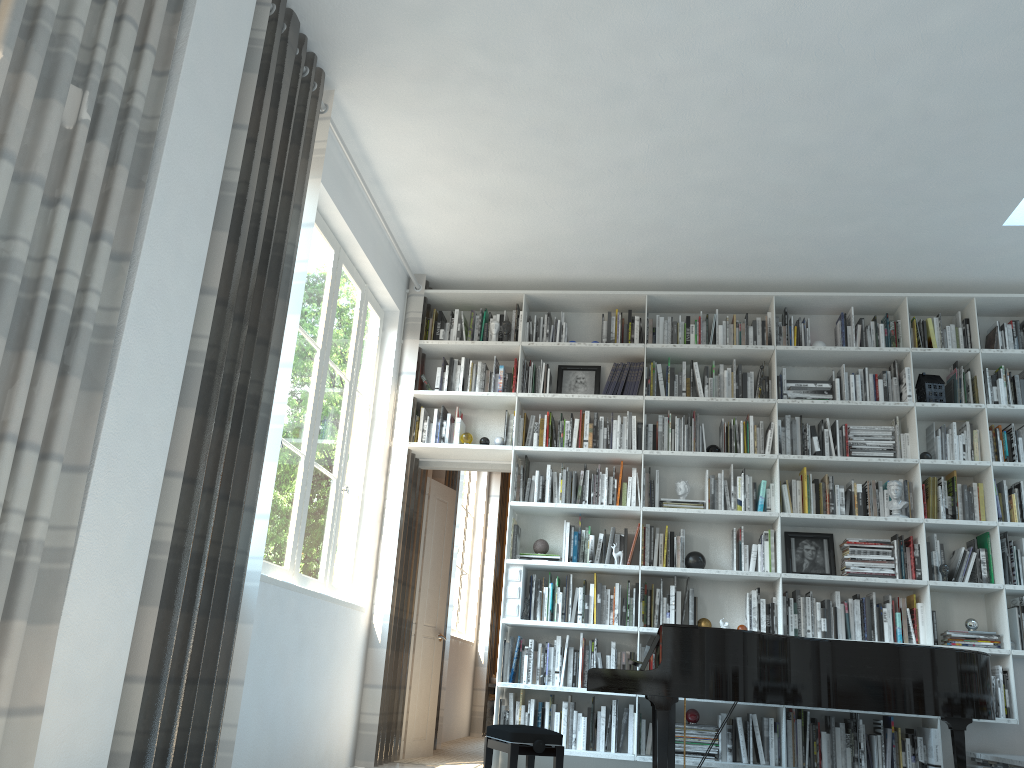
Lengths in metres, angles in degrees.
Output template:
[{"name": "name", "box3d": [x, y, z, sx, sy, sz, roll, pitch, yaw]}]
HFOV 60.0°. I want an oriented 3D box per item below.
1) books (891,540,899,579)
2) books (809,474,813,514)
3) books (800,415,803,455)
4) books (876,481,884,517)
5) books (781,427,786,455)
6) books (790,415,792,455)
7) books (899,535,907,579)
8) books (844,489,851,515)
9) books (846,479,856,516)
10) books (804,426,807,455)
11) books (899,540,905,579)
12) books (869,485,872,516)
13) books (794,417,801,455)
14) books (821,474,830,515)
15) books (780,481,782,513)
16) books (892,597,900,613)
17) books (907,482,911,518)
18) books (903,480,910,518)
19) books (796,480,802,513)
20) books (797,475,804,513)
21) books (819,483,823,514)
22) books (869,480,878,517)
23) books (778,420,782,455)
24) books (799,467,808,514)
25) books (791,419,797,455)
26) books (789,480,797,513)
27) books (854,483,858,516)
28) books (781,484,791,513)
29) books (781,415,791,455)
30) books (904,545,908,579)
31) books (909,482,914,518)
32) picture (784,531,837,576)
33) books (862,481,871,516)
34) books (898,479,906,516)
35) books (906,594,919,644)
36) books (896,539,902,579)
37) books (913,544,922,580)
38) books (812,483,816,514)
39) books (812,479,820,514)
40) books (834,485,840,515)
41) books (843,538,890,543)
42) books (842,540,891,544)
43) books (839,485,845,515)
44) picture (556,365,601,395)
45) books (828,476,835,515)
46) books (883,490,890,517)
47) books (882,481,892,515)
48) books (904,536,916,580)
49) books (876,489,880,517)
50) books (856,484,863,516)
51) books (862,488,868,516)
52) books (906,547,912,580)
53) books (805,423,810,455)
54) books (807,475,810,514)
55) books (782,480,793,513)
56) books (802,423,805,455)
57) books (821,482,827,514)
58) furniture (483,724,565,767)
[{"name": "books", "box3d": [2.353, 1.102, 5.470, 0.012, 0.253, 0.161, 1, -19, 8]}, {"name": "books", "box3d": [1.893, 0.728, 5.651, 0.010, 0.280, 0.171, 1, -19, 8]}, {"name": "books", "box3d": [1.876, 0.373, 5.783, 0.011, 0.299, 0.180, 1, -19, 8]}, {"name": "books", "box3d": [2.317, 0.754, 5.601, 0.024, 0.258, 0.127, 1, -18, 8]}, {"name": "books", "box3d": [1.763, 0.410, 5.802, 0.027, 0.227, 0.148, 1, -19, 8]}, {"name": "books", "box3d": [1.813, 0.371, 5.810, 0.014, 0.312, 0.134, 1, -18, 8]}, {"name": "books", "box3d": [2.401, 1.089, 5.476, 0.011, 0.287, 0.152, 1, -18, 8]}, {"name": "books", "box3d": [2.116, 0.779, 5.626, 0.050, 0.198, 0.146, 1, -19, 8]}, {"name": "books", "box3d": [2.148, 0.749, 5.621, 0.014, 0.257, 0.162, 1, -19, 8]}, {"name": "books", "box3d": [1.897, 0.406, 5.772, 0.014, 0.232, 0.147, 1, -19, 8]}, {"name": "books", "box3d": [2.389, 1.104, 5.474, 0.013, 0.255, 0.163, 1, -19, 8]}, {"name": "books", "box3d": [2.247, 0.769, 5.615, 0.025, 0.229, 0.143, 1, -19, 8]}, {"name": "books", "box3d": [1.857, 0.378, 5.793, 0.029, 0.294, 0.151, 1, -18, 8]}, {"name": "books", "box3d": [1.994, 0.732, 5.645, 0.013, 0.282, 0.177, 1, -19, 8]}, {"name": "books", "box3d": [1.715, 0.755, 5.695, 0.011, 0.234, 0.142, 1, -19, 8]}, {"name": "books", "box3d": [2.333, 1.440, 5.378, 0.010, 0.283, 0.132, 1, -18, 8]}, {"name": "books", "box3d": [2.479, 0.757, 5.580, 0.014, 0.260, 0.137, 1, -18, 8]}, {"name": "books", "box3d": [2.464, 0.751, 5.572, 0.014, 0.265, 0.154, 1, -19, 8]}, {"name": "books", "box3d": [1.826, 0.752, 5.670, 0.029, 0.239, 0.156, 1, -19, 8]}, {"name": "books", "box3d": [1.848, 0.735, 5.686, 0.010, 0.283, 0.137, 1, -18, 8]}, {"name": "books", "box3d": [1.955, 0.758, 5.641, 0.012, 0.227, 0.170, 1, -19, 8]}, {"name": "books", "box3d": [2.270, 0.749, 5.598, 0.025, 0.257, 0.151, 1, -19, 8]}, {"name": "books", "box3d": [1.737, 0.386, 5.798, 0.026, 0.266, 0.171, 1, -19, 8]}, {"name": "books", "box3d": [1.856, 0.705, 5.648, 0.014, 0.316, 0.188, 1, -19, 8]}, {"name": "books", "box3d": [1.827, 0.385, 5.775, 0.025, 0.265, 0.186, 1, -19, 8]}, {"name": "books", "box3d": [1.799, 0.749, 5.681, 0.026, 0.247, 0.139, 1, -18, 8]}, {"name": "books", "box3d": [2.159, 0.759, 5.612, 0.010, 0.233, 0.175, 1, -19, 8]}, {"name": "books", "box3d": [1.743, 0.760, 5.663, 0.053, 0.208, 0.156, 1, -19, 8]}, {"name": "books", "box3d": [1.790, 0.372, 5.793, 0.026, 0.296, 0.180, 1, -19, 8]}, {"name": "books", "box3d": [2.412, 1.118, 5.472, 0.013, 0.231, 0.134, 1, -19, 8]}, {"name": "books", "box3d": [2.499, 0.758, 5.585, 0.023, 0.264, 0.107, 1, -18, 8]}, {"name": "picture", "box3d": [1.882, 1.085, 5.601, 0.300, 0.298, 0.078, 1, -18, 8]}, {"name": "books", "box3d": [2.225, 0.749, 5.586, 0.012, 0.244, 0.186, 1, -19, 8]}, {"name": "books", "box3d": [2.448, 0.749, 5.592, 0.025, 0.278, 0.108, 1, -18, 8]}, {"name": "books", "box3d": [2.422, 1.431, 5.360, 0.011, 0.299, 0.150, 1, -18, 8]}, {"name": "books", "box3d": [2.365, 1.098, 5.467, 0.011, 0.260, 0.185, 1, -19, 8]}, {"name": "books", "box3d": [2.462, 1.111, 5.436, 0.034, 0.228, 0.200, 1, -19, 8]}, {"name": "books", "box3d": [1.911, 0.761, 5.662, 0.024, 0.227, 0.148, 1, -19, 8]}, {"name": "books", "box3d": [1.938, 0.749, 5.668, 0.028, 0.258, 0.135, 1, -18, 8]}, {"name": "books", "box3d": [2.048, 0.765, 5.626, 0.024, 0.215, 0.176, 1, -19, 8]}, {"name": "books", "box3d": [2.207, 0.985, 5.531, 0.254, 0.012, 0.161, 0, -19, 12]}, {"name": "books", "box3d": [2.207, 0.997, 5.530, 0.254, 0.012, 0.161, 2, -19, 5]}, {"name": "books", "box3d": [2.075, 0.767, 5.623, 0.030, 0.214, 0.169, 1, -19, 8]}, {"name": "picture", "box3d": [0.462, 0.006, 6.163, 0.300, 0.298, 0.078, 1, -18, 8]}, {"name": "books", "box3d": [2.012, 0.735, 5.626, 0.028, 0.266, 0.190, 1, -19, 8]}, {"name": "books", "box3d": [2.343, 0.781, 5.586, 0.035, 0.200, 0.150, 1, -19, 8]}, {"name": "books", "box3d": [2.371, 0.755, 5.600, 0.014, 0.262, 0.135, 1, -18, 8]}, {"name": "books", "box3d": [2.443, 1.090, 5.457, 0.011, 0.278, 0.186, 1, -19, 8]}, {"name": "books", "box3d": [2.293, 0.780, 5.602, 0.022, 0.206, 0.114, 1, -18, 8]}, {"name": "books", "box3d": [2.176, 0.761, 5.597, 0.029, 0.223, 0.186, 1, -19, 8]}, {"name": "books", "box3d": [2.204, 0.773, 5.592, 0.029, 0.199, 0.179, 1, -19, 8]}, {"name": "books", "box3d": [2.428, 1.125, 5.466, 0.021, 0.216, 0.132, 1, -19, 8]}, {"name": "books", "box3d": [1.910, 0.398, 5.769, 0.014, 0.249, 0.173, 1, -19, 8]}, {"name": "books", "box3d": [1.868, 0.730, 5.638, 0.015, 0.265, 0.190, 1, -19, 8]}, {"name": "books", "box3d": [1.764, 0.748, 5.676, 0.042, 0.241, 0.163, 1, -19, 8]}, {"name": "books", "box3d": [1.885, 0.397, 5.776, 0.011, 0.251, 0.153, 1, -19, 8]}, {"name": "books", "box3d": [1.974, 0.757, 5.647, 0.025, 0.235, 0.137, 1, -19, 8]}, {"name": "furniture", "box3d": [0.041, 1.674, 3.863, 0.240, 0.352, 0.468, 9, -19, -15]}]
